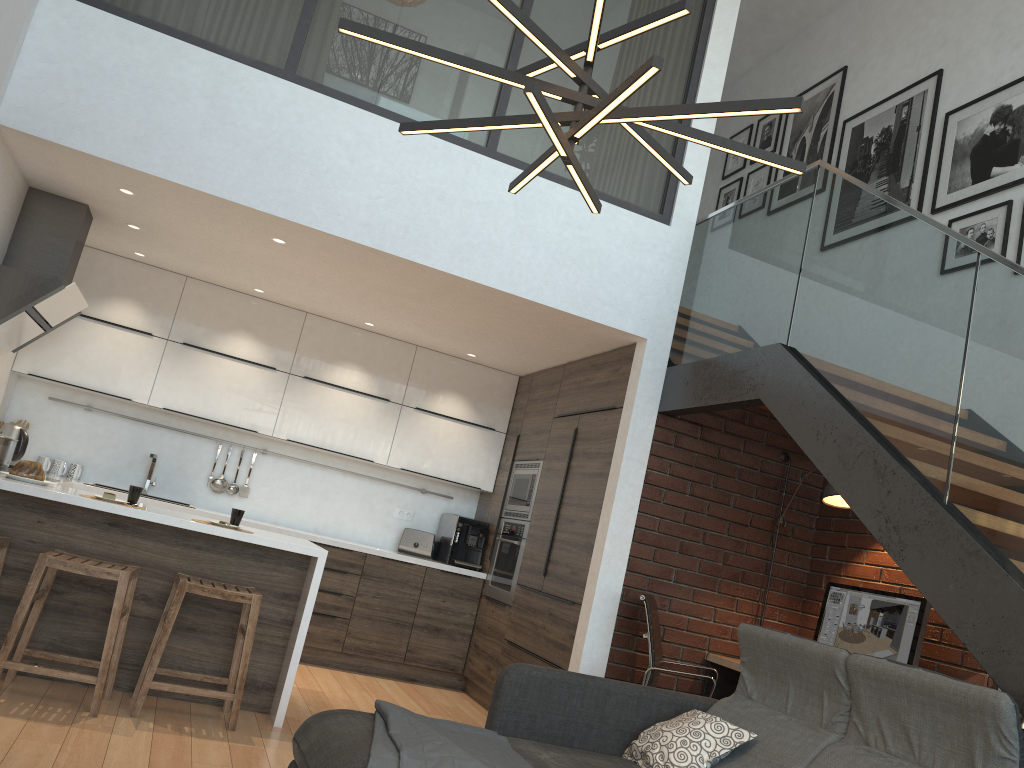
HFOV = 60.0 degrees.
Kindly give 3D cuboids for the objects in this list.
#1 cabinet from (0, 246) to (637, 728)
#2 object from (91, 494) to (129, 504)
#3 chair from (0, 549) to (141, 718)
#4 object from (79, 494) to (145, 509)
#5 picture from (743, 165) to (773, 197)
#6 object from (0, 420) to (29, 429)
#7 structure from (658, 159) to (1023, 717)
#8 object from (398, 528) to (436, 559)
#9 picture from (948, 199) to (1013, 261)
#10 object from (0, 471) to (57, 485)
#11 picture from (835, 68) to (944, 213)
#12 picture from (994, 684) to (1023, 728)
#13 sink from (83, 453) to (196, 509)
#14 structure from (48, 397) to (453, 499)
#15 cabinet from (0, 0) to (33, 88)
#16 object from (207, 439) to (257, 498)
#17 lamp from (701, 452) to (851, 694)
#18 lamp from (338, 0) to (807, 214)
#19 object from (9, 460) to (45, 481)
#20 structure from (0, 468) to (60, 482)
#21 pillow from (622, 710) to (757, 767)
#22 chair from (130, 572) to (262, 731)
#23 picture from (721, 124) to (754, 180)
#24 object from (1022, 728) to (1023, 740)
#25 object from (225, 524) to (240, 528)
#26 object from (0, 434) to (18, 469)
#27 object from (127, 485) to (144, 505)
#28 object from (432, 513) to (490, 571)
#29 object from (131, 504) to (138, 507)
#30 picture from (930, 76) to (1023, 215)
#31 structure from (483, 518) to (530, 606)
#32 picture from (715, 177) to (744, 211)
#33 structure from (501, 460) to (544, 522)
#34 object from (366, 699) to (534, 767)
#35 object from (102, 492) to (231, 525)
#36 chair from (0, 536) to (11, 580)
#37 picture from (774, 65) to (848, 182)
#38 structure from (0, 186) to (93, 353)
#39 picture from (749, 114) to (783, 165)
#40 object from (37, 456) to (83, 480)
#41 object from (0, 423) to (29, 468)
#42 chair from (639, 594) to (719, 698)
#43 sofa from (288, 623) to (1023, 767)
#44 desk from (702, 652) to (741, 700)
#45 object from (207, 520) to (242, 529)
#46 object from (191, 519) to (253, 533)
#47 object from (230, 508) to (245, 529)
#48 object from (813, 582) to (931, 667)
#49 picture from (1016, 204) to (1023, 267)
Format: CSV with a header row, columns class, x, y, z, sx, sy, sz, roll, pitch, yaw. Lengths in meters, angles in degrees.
class,x,y,z,sx,sy,sz,roll,pitch,yaw
cabinet,-1.452,0.542,5.495,3.495,2.401,2.401,17,-11,-18
object,-1.910,0.551,4.215,0.176,0.014,0.176,19,-12,-28
chair,-1.921,1.067,3.867,0.450,0.600,0.350,16,-11,-13
object,-1.913,0.566,4.252,0.305,0.002,0.305,4,-14,40
picture,1.968,-1.557,7.135,0.025,0.410,0.333,17,-11,-18
object,-3.333,0.379,5.901,0.221,0.316,0.330,17,-11,-18
structure,1.781,0.691,3.924,1.289,3.460,5.660,17,-11,-18
object,-0.727,1.227,6.837,0.260,0.195,0.177,13,-10,2
picture,2.523,-0.788,4.818,0.025,0.333,0.410,17,-11,-18
object,-2.343,0.462,4.291,0.261,0.021,0.261,18,-11,-23
picture,2.387,-1.422,5.766,0.025,0.990,0.871,17,-11,-18
picture,2.200,1.382,3.832,0.049,0.329,0.279,17,-11,-18
sink,-2.511,0.729,6.044,0.706,0.518,0.512,17,-11,-18
structure,-1.842,0.504,6.608,3.000,0.045,0.050,17,-11,-18
cabinet,-1.325,-0.357,0.808,0.338,2.494,4.036,17,-11,-18
object,-2.053,0.626,6.510,0.320,0.389,0.069,16,-11,-17
lamp,1.646,1.336,4.769,0.462,2.003,1.054,20,-13,-34
lamp,0.540,-2.285,2.471,1.200,3.645,0.831,15,-10,-8
object,-2.347,0.423,4.306,0.155,0.101,0.161,17,-11,-22
structure,-2.822,0.471,4.891,0.550,0.006,0.609,17,-11,-18
pillow,1.006,1.174,2.209,0.386,0.364,2.734,16,-11,-14
chair,-1.442,1.225,4.112,0.450,0.600,0.350,17,-11,-20
picture,1.936,-1.984,7.607,0.025,0.410,0.333,17,-11,-18
object,2.066,1.432,3.681,0.149,0.119,0.166,17,-11,-21
object,-1.379,0.688,4.302,0.126,0.012,0.025,13,-10,0
object,-2.960,0.339,4.999,0.288,0.223,0.315,9,-11,22
object,-1.853,0.548,4.348,0.066,0.093,0.066,10,-11,17
object,-0.383,1.207,6.805,0.274,0.378,0.532,17,-11,-18
object,-1.804,0.581,4.233,0.025,0.011,0.126,16,-11,-14
picture,2.698,-1.350,4.784,0.025,0.654,0.990,17,-11,-18
structure,0.147,1.295,6.307,0.495,0.570,0.595,17,-11,-18
picture,1.826,-1.517,7.519,0.025,0.410,0.333,17,-11,-18
structure,0.276,0.821,6.403,0.459,0.430,0.595,17,-11,-18
object,-0.221,1.257,2.723,0.548,0.369,0.685,15,-11,-10
object,-1.657,0.606,4.272,0.597,0.039,0.064,17,-11,-22
chair,-2.479,0.925,3.808,0.450,0.600,0.350,17,-11,-18
picture,2.205,-1.801,6.639,0.025,0.990,0.654,17,-11,-18
structure,-2.645,-0.657,5.076,0.407,0.998,0.898,17,-11,-18
picture,2.077,-2.022,7.222,0.025,0.410,0.333,17,-11,-18
object,-3.111,0.577,6.092,0.297,0.105,0.112,16,-11,-16
object,-3.129,0.380,5.522,0.179,0.270,0.220,19,-12,-30
chair,0.883,1.650,4.585,0.700,0.991,0.651,10,-11,16
sofa,0.480,1.057,1.914,2.108,0.995,3.169,16,-11,-18
desk,1.662,1.860,4.054,0.610,0.750,2.182,17,-11,-18
object,-1.410,0.692,4.346,0.176,0.014,0.176,16,-11,-14
object,-1.430,0.703,4.383,0.304,0.002,0.304,11,-11,14
object,-1.391,0.679,4.471,0.066,0.093,0.066,3,-14,44
object,1.729,1.297,4.540,0.431,0.535,0.716,17,-11,-18
picture,2.669,-0.779,4.377,0.022,0.440,0.358,17,-11,-18
